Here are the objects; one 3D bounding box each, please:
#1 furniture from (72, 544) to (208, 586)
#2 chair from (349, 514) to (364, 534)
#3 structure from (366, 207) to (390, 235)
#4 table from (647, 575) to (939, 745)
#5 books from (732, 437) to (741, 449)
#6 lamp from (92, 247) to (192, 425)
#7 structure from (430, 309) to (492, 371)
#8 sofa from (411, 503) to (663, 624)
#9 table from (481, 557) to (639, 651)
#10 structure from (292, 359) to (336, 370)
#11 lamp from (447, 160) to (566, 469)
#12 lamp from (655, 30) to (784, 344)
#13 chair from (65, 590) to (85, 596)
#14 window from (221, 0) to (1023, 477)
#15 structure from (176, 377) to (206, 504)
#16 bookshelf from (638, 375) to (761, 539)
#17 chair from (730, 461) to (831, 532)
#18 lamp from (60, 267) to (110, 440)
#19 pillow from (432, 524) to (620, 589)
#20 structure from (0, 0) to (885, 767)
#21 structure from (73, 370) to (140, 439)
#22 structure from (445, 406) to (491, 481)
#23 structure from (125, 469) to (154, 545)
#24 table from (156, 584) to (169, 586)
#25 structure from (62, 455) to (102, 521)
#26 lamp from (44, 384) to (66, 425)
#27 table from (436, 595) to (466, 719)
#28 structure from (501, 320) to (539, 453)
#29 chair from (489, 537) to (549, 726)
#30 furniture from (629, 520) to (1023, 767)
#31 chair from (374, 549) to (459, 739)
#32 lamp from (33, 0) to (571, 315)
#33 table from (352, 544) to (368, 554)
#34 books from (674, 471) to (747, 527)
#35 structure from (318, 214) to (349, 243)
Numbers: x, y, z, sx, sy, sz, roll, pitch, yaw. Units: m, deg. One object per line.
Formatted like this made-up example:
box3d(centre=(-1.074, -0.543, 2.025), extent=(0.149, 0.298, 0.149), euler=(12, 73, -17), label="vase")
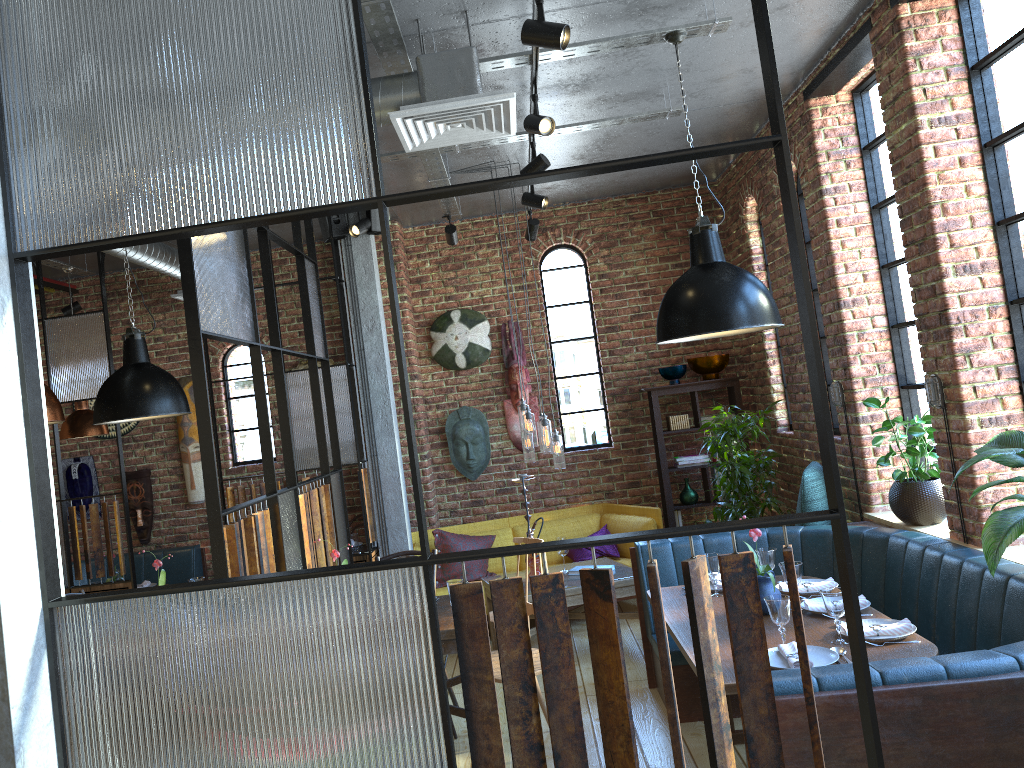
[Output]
box3d(centre=(-3.358, 1.876, 7.000), extent=(1.453, 0.824, 1.479), euler=(-8, -2, 3), label="furniture")
box3d(centre=(-1.261, 1.560, 7.260), extent=(0.454, 0.922, 0.529), euler=(-9, -3, 25), label="chair")
box3d(centre=(-0.946, -1.160, 6.070), extent=(0.192, 0.268, 0.158), euler=(-10, -4, 43), label="structure")
box3d(centre=(1.121, 1.304, 3.664), extent=(0.828, 0.662, 1.528), euler=(-8, -2, 2), label="table")
box3d(centre=(1.776, 0.486, 7.080), extent=(0.080, 0.258, 0.176), euler=(-8, -3, 1), label="books")
box3d(centre=(-2.127, -0.463, 4.909), extent=(0.542, 1.329, 0.515), euler=(-9, -3, 16), label="lamp")
box3d(centre=(-0.439, -0.378, 7.495), extent=(0.535, 0.522, 0.146), euler=(-8, -3, 5), label="structure")
box3d(centre=(0.118, 1.452, 6.828), extent=(1.961, 0.764, 0.802), euler=(-7, -2, -11), label="sofa")
box3d(centre=(0.359, 1.529, 5.850), extent=(0.920, 0.509, 0.761), euler=(-7, -2, -11), label="table")
box3d(centre=(-1.664, 0.118, 7.607), extent=(0.594, 0.728, 0.125), euler=(-8, -3, 5), label="structure")
box3d(centre=(-0.041, -0.449, 6.042), extent=(0.522, 2.124, 0.277), euler=(-9, -4, 28), label="lamp")
box3d(centre=(0.796, -0.866, 3.809), extent=(0.545, 1.329, 0.512), euler=(-9, -3, 21), label="lamp")
box3d(centre=(-2.303, 1.646, 5.057), extent=(0.529, 0.917, 0.398), euler=(-8, -3, 8), label="chair")
box3d(centre=(1.172, -0.367, 4.971), extent=(3.300, 2.434, 8.866), euler=(-6, -2, -32), label="window")
box3d(centre=(-2.818, 0.489, 7.712), extent=(0.233, 1.122, 0.092), euler=(-8, -3, 5), label="structure")
box3d(centre=(1.562, 0.814, 7.078), extent=(0.823, 1.671, 0.313), euler=(-8, -3, 5), label="bookshelf")
box3d(centre=(1.478, 1.077, 5.444), extent=(1.070, 1.100, 0.776), euler=(-9, -3, 27), label="chair")
box3d(centre=(-3.412, -0.247, 6.900), extent=(0.366, 1.338, 0.369), euler=(-7, -3, -4), label="lamp")
box3d(centre=(0.076, 1.256, 6.877), extent=(1.479, 0.454, 0.404), euler=(-7, -2, -7), label="pillow")
box3d(centre=(-3.125, 0.515, 3.828), extent=(5.922, 3.332, 5.947), euler=(-7, -2, -13), label="structure")
box3d(centre=(-3.592, 0.181, 7.825), extent=(0.665, 0.620, 0.078), euler=(-8, -3, 4), label="structure")
box3d(centre=(-0.366, 0.502, 7.444), extent=(0.371, 0.641, 0.102), euler=(-8, -3, 6), label="structure")
box3d(centre=(-3.267, 1.084, 7.726), extent=(0.262, 0.656, 0.158), euler=(-8, -3, 4), label="structure")
box3d(centre=(-3.099, 1.949, 6.747), extent=(0.749, 0.604, 0.738), euler=(-8, -2, 3), label="table")
box3d(centre=(-3.830, 0.929, 7.805), extent=(0.326, 0.560, 0.113), euler=(-8, -3, 5), label="structure")
box3d(centre=(-2.142, -0.483, 3.709), extent=(0.356, 1.338, 0.380), euler=(-6, -4, -24), label="lamp")
box3d(centre=(-0.500, 1.495, 4.298), extent=(0.756, 0.728, 0.744), euler=(-8, -2, 3), label="table")
box3d(centre=(0.057, 0.033, 7.476), extent=(0.216, 1.149, 0.236), euler=(-5, -4, -41), label="structure")
box3d(centre=(0.015, 1.292, 4.316), extent=(0.435, 1.008, 0.553), euler=(-6, -3, -26), label="chair")
box3d(centre=(1.381, 1.187, 3.633), extent=(1.374, 0.823, 2.592), euler=(-8, -1, 2), label="furniture")
box3d(centre=(-0.537, 1.412, 4.836), extent=(0.404, 0.917, 0.521), euler=(-7, -3, -3), label="chair")
box3d(centre=(-2.904, -0.909, 4.157), extent=(6.308, 0.274, 7.169), euler=(-7, -1, 3), label="lamp")
box3d(centre=(-1.287, 1.649, 6.661), extent=(0.756, 0.728, 0.744), euler=(-8, -2, 3), label="table")
box3d(centre=(1.578, 0.960, 7.076), extent=(0.591, 0.576, 0.189), euler=(-8, -3, 4), label="books")
box3d(centre=(-1.247, -1.121, 6.102), extent=(0.178, 0.268, 0.171), euler=(-6, -3, -24), label="structure")
